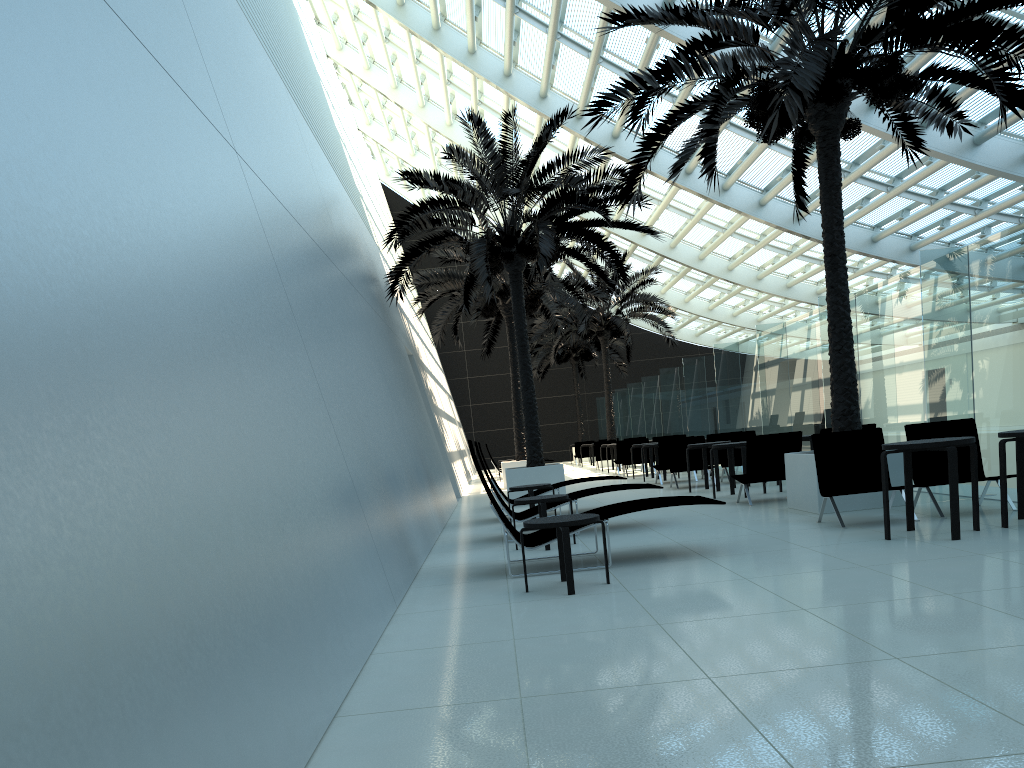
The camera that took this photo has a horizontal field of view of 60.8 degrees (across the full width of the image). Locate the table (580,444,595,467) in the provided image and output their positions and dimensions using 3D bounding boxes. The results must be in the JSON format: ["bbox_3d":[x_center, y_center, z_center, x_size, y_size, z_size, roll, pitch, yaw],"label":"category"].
[{"bbox_3d":[2.843,2.535,31.125,0.684,0.787,0.670,-4,3,37],"label":"table"}]

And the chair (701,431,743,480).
[{"bbox_3d":[4.109,1.407,17.205,0.716,0.895,0.881,-6,1,-1],"label":"chair"}]

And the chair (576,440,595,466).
[{"bbox_3d":[2.814,2.569,32.422,0.716,0.895,0.881,-6,1,-1],"label":"chair"}]

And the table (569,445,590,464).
[{"bbox_3d":[2.737,2.829,35.304,0.671,0.787,0.683,-8,3,-44],"label":"table"}]

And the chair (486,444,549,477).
[{"bbox_3d":[0.193,2.490,29.422,2.036,1.168,0.915,-6,3,-1],"label":"chair"}]

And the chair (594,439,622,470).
[{"bbox_3d":[2.946,2.170,26.727,0.716,0.895,0.881,-6,1,-1],"label":"chair"}]

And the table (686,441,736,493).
[{"bbox_3d":[3.236,1.349,14.199,0.684,0.787,0.670,-4,3,37],"label":"table"}]

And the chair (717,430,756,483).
[{"bbox_3d":[4.135,1.289,15.494,0.716,0.895,0.881,-6,1,-1],"label":"chair"}]

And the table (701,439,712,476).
[{"bbox_3d":[4.094,1.545,18.388,0.683,0.787,0.670,-4,3,42],"label":"table"}]

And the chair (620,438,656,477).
[{"bbox_3d":[3.076,1.778,21.142,0.716,0.895,0.881,-6,1,-1],"label":"chair"}]

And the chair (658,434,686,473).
[{"bbox_3d":[4.003,1.685,21.152,0.716,0.895,0.881,-6,1,-1],"label":"chair"}]

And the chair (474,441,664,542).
[{"bbox_3d":[0.643,1.134,10.073,2.036,1.168,0.915,-6,3,-1],"label":"chair"}]

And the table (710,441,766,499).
[{"bbox_3d":[3.264,1.236,12.581,0.683,0.787,0.670,-4,3,42],"label":"table"}]

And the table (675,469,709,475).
[{"bbox_3d":[4.069,1.647,19.855,0.684,0.787,0.670,-4,3,37],"label":"table"}]

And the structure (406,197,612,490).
[{"bbox_3d":[-0.141,-0.902,21.115,4.312,6.954,4.563,-3,4,32],"label":"structure"}]

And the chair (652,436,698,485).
[{"bbox_3d":[3.182,1.500,17.194,0.716,0.895,0.881,-6,1,-1],"label":"chair"}]

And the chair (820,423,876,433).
[{"bbox_3d":[4.244,1.001,11.408,0.716,0.895,0.881,-6,1,-1],"label":"chair"}]

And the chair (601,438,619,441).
[{"bbox_3d":[3.741,2.476,32.432,0.716,0.895,0.881,-6,1,-1],"label":"chair"}]

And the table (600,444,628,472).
[{"bbox_3d":[2.975,2.138,25.455,0.684,0.787,0.670,-4,3,37],"label":"table"}]

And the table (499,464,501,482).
[{"bbox_3d":[-0.068,2.593,25.718,0.557,0.521,0.546,-5,1,37],"label":"table"}]

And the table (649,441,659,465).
[{"bbox_3d":[3.963,1.941,24.034,0.683,0.787,0.670,-4,3,42],"label":"table"}]

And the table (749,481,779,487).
[{"bbox_3d":[4.201,1.252,14.209,0.684,0.787,0.670,-4,3,37],"label":"table"}]

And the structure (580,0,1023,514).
[{"bbox_3d":[3.472,-2.124,9.420,4.843,7.081,4.381,-5,4,17],"label":"structure"}]

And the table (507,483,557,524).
[{"bbox_3d":[0.262,1.598,11.516,0.557,0.521,0.546,-5,1,42],"label":"table"}]

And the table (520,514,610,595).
[{"bbox_3d":[0.381,1.237,6.369,0.557,0.521,0.546,-5,1,42],"label":"table"}]

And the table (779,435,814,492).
[{"bbox_3d":[4.229,1.139,12.591,0.683,0.787,0.670,-4,3,42],"label":"table"}]

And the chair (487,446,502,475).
[{"bbox_3d":[0.132,2.676,32.076,2.036,1.168,0.915,-6,3,-1],"label":"chair"}]

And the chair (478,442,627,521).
[{"bbox_3d":[0.583,1.314,12.646,2.036,1.168,0.915,-6,3,-1],"label":"chair"}]

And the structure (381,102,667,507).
[{"bbox_3d":[0.206,-1.313,15.117,4.604,6.893,4.272,-7,4,-23],"label":"structure"}]

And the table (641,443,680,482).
[{"bbox_3d":[3.130,1.642,18.377,0.683,0.787,0.670,-4,3,42],"label":"table"}]

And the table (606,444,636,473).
[{"bbox_3d":[2.999,2.038,24.023,0.683,0.787,0.670,-4,3,42],"label":"table"}]

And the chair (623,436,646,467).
[{"bbox_3d":[3.874,2.077,26.738,0.716,0.895,0.881,-6,1,-1],"label":"chair"}]

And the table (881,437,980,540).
[{"bbox_3d":[3.401,0.851,7.099,0.671,0.787,0.683,-8,3,-44],"label":"table"}]

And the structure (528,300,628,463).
[{"bbox_3d":[2.859,-0.212,36.723,4.421,7.080,4.803,-7,4,-23],"label":"structure"}]

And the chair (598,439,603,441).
[{"bbox_3d":[3.716,2.593,34.131,0.716,0.895,0.881,-6,1,-1],"label":"chair"}]

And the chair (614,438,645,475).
[{"bbox_3d":[3.051,1.896,22.840,0.716,0.895,0.881,-6,1,-1],"label":"chair"}]

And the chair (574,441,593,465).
[{"bbox_3d":[2.789,2.687,34.120,0.716,0.895,0.881,-6,1,-1],"label":"chair"}]

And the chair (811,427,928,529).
[{"bbox_3d":[3.375,0.876,8.270,0.716,0.895,0.881,-6,1,-1],"label":"chair"}]

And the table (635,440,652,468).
[{"bbox_3d":[3.939,2.041,25.466,0.684,0.787,0.670,-4,3,37],"label":"table"}]

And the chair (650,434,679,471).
[{"bbox_3d":[3.978,1.803,22.850,0.716,0.895,0.881,-6,1,-1],"label":"chair"}]

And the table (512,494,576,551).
[{"bbox_3d":[0.322,1.417,8.942,0.557,0.521,0.546,-5,1,42],"label":"table"}]

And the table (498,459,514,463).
[{"bbox_3d":[-0.189,2.960,30.945,0.557,0.521,0.546,-5,1,42],"label":"table"}]

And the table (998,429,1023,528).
[{"bbox_3d":[4.365,0.754,7.110,0.671,0.787,0.683,-8,3,-44],"label":"table"}]

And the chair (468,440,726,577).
[{"bbox_3d":[0.703,0.953,7.499,2.036,1.168,0.915,-6,3,-1],"label":"chair"}]

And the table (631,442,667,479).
[{"bbox_3d":[3.105,1.744,19.844,0.684,0.787,0.670,-4,3,37],"label":"table"}]

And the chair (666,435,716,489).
[{"bbox_3d":[3.207,1.382,15.483,0.716,0.895,0.881,-6,1,-1],"label":"chair"}]

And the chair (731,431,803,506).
[{"bbox_3d":[3.316,1.094,11.397,0.716,0.895,0.881,-6,1,-1],"label":"chair"}]

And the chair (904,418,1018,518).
[{"bbox_3d":[4.302,0.783,8.280,0.716,0.895,0.881,-6,1,-1],"label":"chair"}]

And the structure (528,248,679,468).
[{"bbox_3d":[3.022,-0.781,28.574,4.810,7.082,4.411,-6,4,-8],"label":"structure"}]

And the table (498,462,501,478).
[{"bbox_3d":[-0.128,2.774,28.292,0.557,0.521,0.546,-5,1,42],"label":"table"}]

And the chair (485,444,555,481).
[{"bbox_3d":[0.253,2.309,26.849,2.036,1.168,0.915,-6,3,-1],"label":"chair"}]
